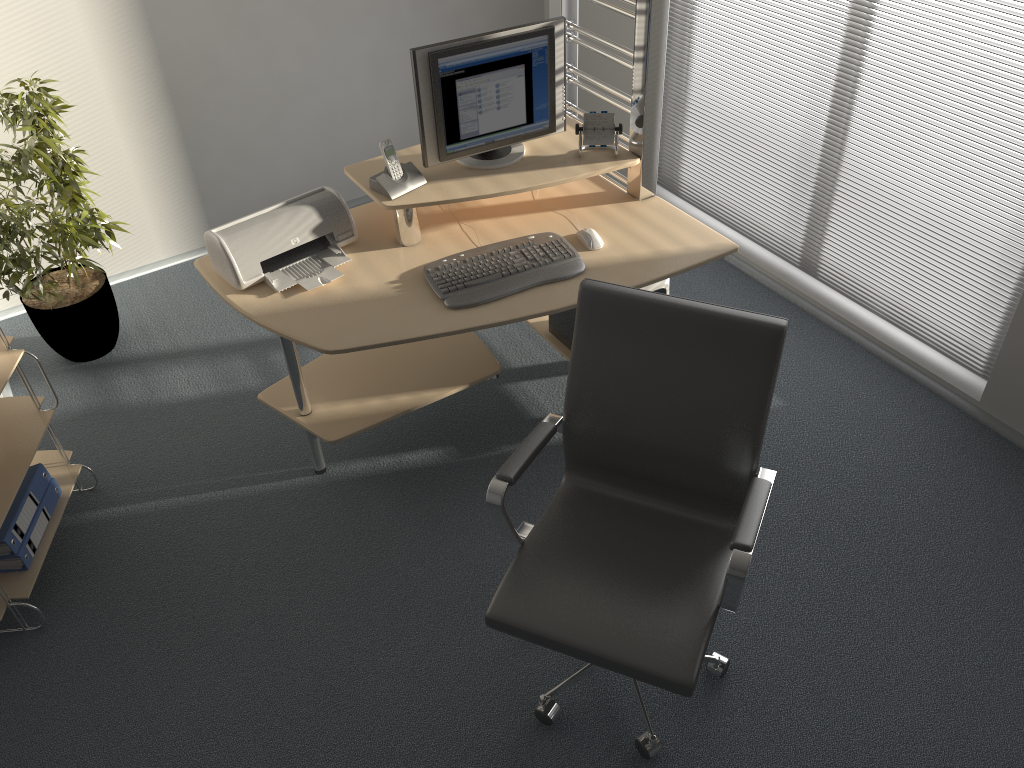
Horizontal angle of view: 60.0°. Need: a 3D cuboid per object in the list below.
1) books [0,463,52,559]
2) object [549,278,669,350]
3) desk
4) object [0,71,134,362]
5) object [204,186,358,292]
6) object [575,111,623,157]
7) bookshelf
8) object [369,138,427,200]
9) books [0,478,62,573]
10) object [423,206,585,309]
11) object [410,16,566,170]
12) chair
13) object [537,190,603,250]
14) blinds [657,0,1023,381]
[{"bbox_3d":[-1.610,0.402,2.735,0.263,0.100,0.320,-4,40,-1],"label":"books"},{"bbox_3d":[0.344,-0.279,3.224,0.199,0.422,0.471,-24,44,-23],"label":"object"},{"bbox_3d":[-0.160,-0.456,2.795,1.469,1.566,0.967,-24,44,-23],"label":"desk"},{"bbox_3d":[-1.783,-0.596,3.403,0.544,1.147,0.644,-4,40,-1],"label":"object"},{"bbox_3d":[-0.678,-0.437,2.758,0.438,0.162,0.351,-30,47,-28],"label":"object"},{"bbox_3d":[0.287,-0.826,2.930,0.154,0.135,0.093,1,40,5],"label":"object"},{"bbox_3d":[-1.638,-0.030,2.387,0.381,1.572,0.724,-5,40,-2],"label":"bookshelf"},{"bbox_3d":[-0.371,-0.694,2.805,0.119,0.151,0.150,30,50,33],"label":"object"},{"bbox_3d":[-1.598,0.443,2.770,0.262,0.072,0.320,-4,40,-1],"label":"books"},{"bbox_3d":[-0.135,-0.496,2.935,0.478,0.082,0.814,-18,42,-17],"label":"object"},{"bbox_3d":[-0.076,-0.946,2.876,0.516,0.418,0.245,-13,41,-12],"label":"object"},{"bbox_3d":[0.289,0.392,2.164,0.584,1.048,0.652,14,43,19],"label":"chair"},{"bbox_3d":[0.138,-0.640,3.084,0.168,0.088,0.742,-22,44,-21],"label":"object"},{"bbox_3d":[1.158,-1.580,2.966,0.037,2.749,1.950,-24,44,-23],"label":"blinds"}]
